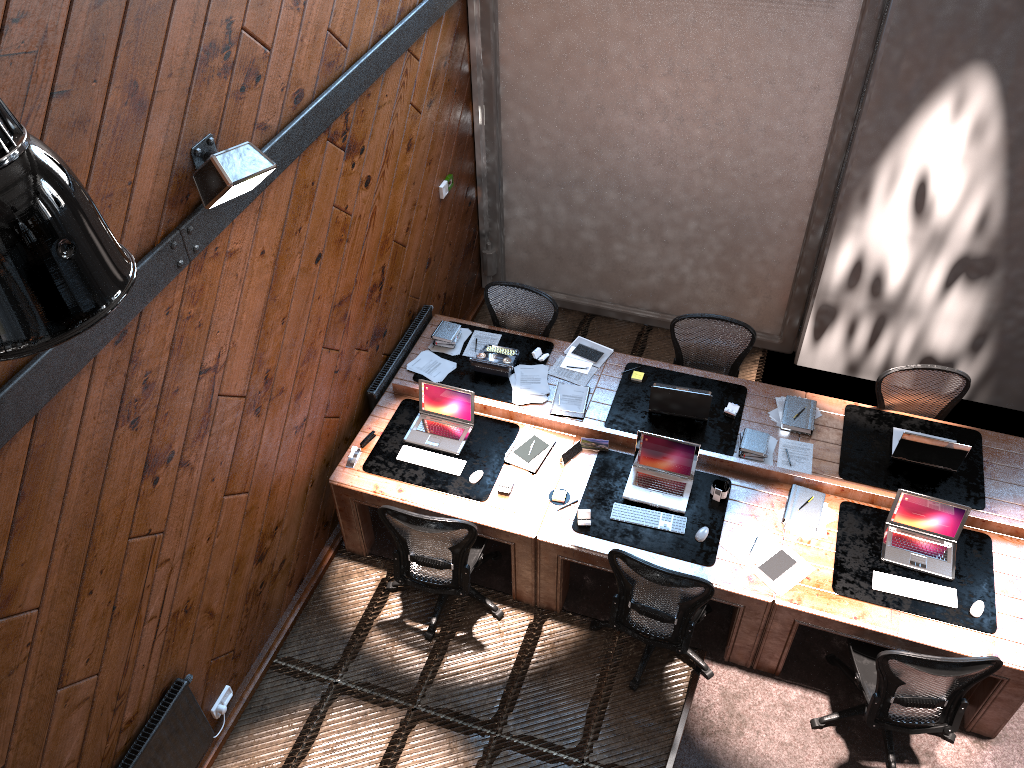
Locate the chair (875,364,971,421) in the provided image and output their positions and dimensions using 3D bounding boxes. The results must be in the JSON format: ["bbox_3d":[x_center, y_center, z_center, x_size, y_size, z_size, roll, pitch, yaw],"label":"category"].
[{"bbox_3d":[2.697,0.444,5.917,0.770,1.085,0.792,-9,44,-8],"label":"chair"}]

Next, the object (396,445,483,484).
[{"bbox_3d":[-0.452,0.500,5.612,0.577,0.040,0.139,15,46,17],"label":"object"}]

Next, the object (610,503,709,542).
[{"bbox_3d":[0.875,0.810,5.253,0.577,0.040,0.139,12,45,14],"label":"object"}]

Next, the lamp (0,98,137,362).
[{"bbox_3d":[-1.059,-1.053,1.074,0.445,2.372,0.445,22,49,23],"label":"lamp"}]

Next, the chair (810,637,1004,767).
[{"bbox_3d":[2.087,1.535,4.793,0.770,1.085,0.792,-9,44,-8],"label":"chair"}]

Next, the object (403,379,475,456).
[{"bbox_3d":[-0.473,0.214,5.729,0.390,0.283,0.323,13,46,14],"label":"object"}]

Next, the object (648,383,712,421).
[{"bbox_3d":[1.125,0.038,5.870,0.390,0.283,0.323,9,45,11],"label":"object"}]

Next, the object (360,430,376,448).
[{"bbox_3d":[-0.938,0.359,5.770,0.022,0.042,0.134,25,49,25],"label":"object"}]

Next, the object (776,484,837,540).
[{"bbox_3d":[1.751,0.763,5.261,0.325,0.065,0.363,25,50,25],"label":"object"}]

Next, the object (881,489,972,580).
[{"bbox_3d":[2.331,0.846,4.994,0.390,0.283,0.323,15,46,16],"label":"object"}]

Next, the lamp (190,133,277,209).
[{"bbox_3d":[-1.225,-0.902,3.859,0.283,0.287,0.328,13,45,14],"label":"lamp"}]

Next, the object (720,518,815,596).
[{"bbox_3d":[1.457,0.977,5.076,0.304,0.017,0.467,-29,50,-26],"label":"object"}]

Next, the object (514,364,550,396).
[{"bbox_3d":[0.137,-0.030,6.152,0.246,0.002,0.315,-1,44,0],"label":"object"}]

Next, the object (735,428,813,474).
[{"bbox_3d":[1.665,0.411,5.608,0.478,0.098,0.319,12,45,13],"label":"object"}]

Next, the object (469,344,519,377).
[{"bbox_3d":[-0.110,-0.196,6.251,0.322,0.116,0.290,11,45,13],"label":"object"}]

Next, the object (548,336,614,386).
[{"bbox_3d":[0.487,-0.168,6.294,0.304,0.017,0.467,23,49,23],"label":"object"}]

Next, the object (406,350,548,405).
[{"bbox_3d":[-0.238,-0.043,6.183,1.058,0.002,0.356,12,45,13],"label":"object"}]

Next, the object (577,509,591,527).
[{"bbox_3d":[0.428,0.796,5.253,0.082,0.063,0.106,0,44,2],"label":"object"}]

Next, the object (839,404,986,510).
[{"bbox_3d":[2.530,0.445,5.616,0.848,0.008,0.687,13,45,14],"label":"object"}]

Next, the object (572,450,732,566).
[{"bbox_3d":[0.855,0.727,5.365,0.848,0.008,0.687,13,45,14],"label":"object"}]

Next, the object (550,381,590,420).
[{"bbox_3d":[0.397,0.095,6.001,0.229,0.060,0.316,8,45,10],"label":"object"}]

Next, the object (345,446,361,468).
[{"bbox_3d":[-1.016,0.454,5.658,0.054,0.064,0.159,8,44,9],"label":"object"}]

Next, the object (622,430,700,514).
[{"bbox_3d":[0.895,0.528,5.324,0.380,0.288,0.320,13,46,14],"label":"object"}]

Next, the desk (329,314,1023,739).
[{"bbox_3d":[1.081,0.713,5.856,4.117,0.840,1.748,13,46,14],"label":"desk"}]

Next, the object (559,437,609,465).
[{"bbox_3d":[0.449,0.405,5.655,0.347,0.083,0.129,-16,46,-15],"label":"object"}]

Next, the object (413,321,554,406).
[{"bbox_3d":[-0.195,-0.162,6.321,0.848,0.008,0.687,13,45,14],"label":"object"}]

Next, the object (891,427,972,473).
[{"bbox_3d":[2.588,0.330,5.486,0.380,0.288,0.320,13,46,14],"label":"object"}]

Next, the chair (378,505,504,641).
[{"bbox_3d":[-0.451,0.953,5.467,0.770,1.085,0.792,-2,44,-1],"label":"chair"}]

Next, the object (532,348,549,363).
[{"bbox_3d":[0.204,-0.205,6.303,0.106,0.063,0.082,26,50,26],"label":"object"}]

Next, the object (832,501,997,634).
[{"bbox_3d":[2.276,1.016,5.026,0.848,0.008,0.687,13,45,14],"label":"object"}]

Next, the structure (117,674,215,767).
[{"bbox_3d":[-1.833,2.043,4.414,0.073,0.628,1.064,13,46,14],"label":"structure"}]

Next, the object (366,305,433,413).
[{"bbox_3d":[-0.782,-0.059,6.583,0.073,0.628,1.064,13,46,14],"label":"object"}]

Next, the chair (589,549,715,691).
[{"bbox_3d":[0.858,1.188,5.187,0.770,1.085,0.792,5,44,7],"label":"chair"}]

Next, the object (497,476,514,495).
[{"bbox_3d":[-0.041,0.626,5.453,0.082,0.063,0.106,11,45,12],"label":"object"}]

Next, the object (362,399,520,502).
[{"bbox_3d":[-0.449,0.409,5.731,0.848,0.008,0.687,13,45,14],"label":"object"}]

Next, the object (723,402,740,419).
[{"bbox_3d":[1.459,0.167,5.885,0.082,0.063,0.106,22,49,23],"label":"object"}]

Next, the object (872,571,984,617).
[{"bbox_3d":[2.279,1.144,4.867,0.577,0.040,0.139,13,46,15],"label":"object"}]

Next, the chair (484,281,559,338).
[{"bbox_3d":[0.016,-0.158,6.616,0.770,1.085,0.792,5,44,7],"label":"chair"}]

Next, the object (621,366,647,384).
[{"bbox_3d":[0.866,-0.061,6.166,0.158,0.026,0.154,-18,46,-16],"label":"object"}]

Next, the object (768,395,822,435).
[{"bbox_3d":[1.881,0.176,5.871,0.325,0.065,0.363,21,48,21],"label":"object"}]

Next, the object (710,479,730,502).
[{"bbox_3d":[1.254,0.643,5.357,0.099,0.138,0.078,22,49,23],"label":"object"}]

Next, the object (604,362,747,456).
[{"bbox_3d":[1.109,0.156,5.955,0.848,0.008,0.687,13,45,14],"label":"object"}]

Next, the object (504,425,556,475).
[{"bbox_3d":[0.115,0.418,5.671,0.229,0.060,0.316,19,47,20],"label":"object"}]

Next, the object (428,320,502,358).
[{"bbox_3d":[-0.344,-0.336,6.422,0.478,0.098,0.319,12,45,13],"label":"object"}]

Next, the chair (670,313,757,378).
[{"bbox_3d":[1.384,0.090,6.322,0.770,1.085,0.792,-2,44,-1],"label":"chair"}]

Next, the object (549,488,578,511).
[{"bbox_3d":[0.297,0.687,5.406,0.158,0.026,0.154,-21,47,-20],"label":"object"}]
